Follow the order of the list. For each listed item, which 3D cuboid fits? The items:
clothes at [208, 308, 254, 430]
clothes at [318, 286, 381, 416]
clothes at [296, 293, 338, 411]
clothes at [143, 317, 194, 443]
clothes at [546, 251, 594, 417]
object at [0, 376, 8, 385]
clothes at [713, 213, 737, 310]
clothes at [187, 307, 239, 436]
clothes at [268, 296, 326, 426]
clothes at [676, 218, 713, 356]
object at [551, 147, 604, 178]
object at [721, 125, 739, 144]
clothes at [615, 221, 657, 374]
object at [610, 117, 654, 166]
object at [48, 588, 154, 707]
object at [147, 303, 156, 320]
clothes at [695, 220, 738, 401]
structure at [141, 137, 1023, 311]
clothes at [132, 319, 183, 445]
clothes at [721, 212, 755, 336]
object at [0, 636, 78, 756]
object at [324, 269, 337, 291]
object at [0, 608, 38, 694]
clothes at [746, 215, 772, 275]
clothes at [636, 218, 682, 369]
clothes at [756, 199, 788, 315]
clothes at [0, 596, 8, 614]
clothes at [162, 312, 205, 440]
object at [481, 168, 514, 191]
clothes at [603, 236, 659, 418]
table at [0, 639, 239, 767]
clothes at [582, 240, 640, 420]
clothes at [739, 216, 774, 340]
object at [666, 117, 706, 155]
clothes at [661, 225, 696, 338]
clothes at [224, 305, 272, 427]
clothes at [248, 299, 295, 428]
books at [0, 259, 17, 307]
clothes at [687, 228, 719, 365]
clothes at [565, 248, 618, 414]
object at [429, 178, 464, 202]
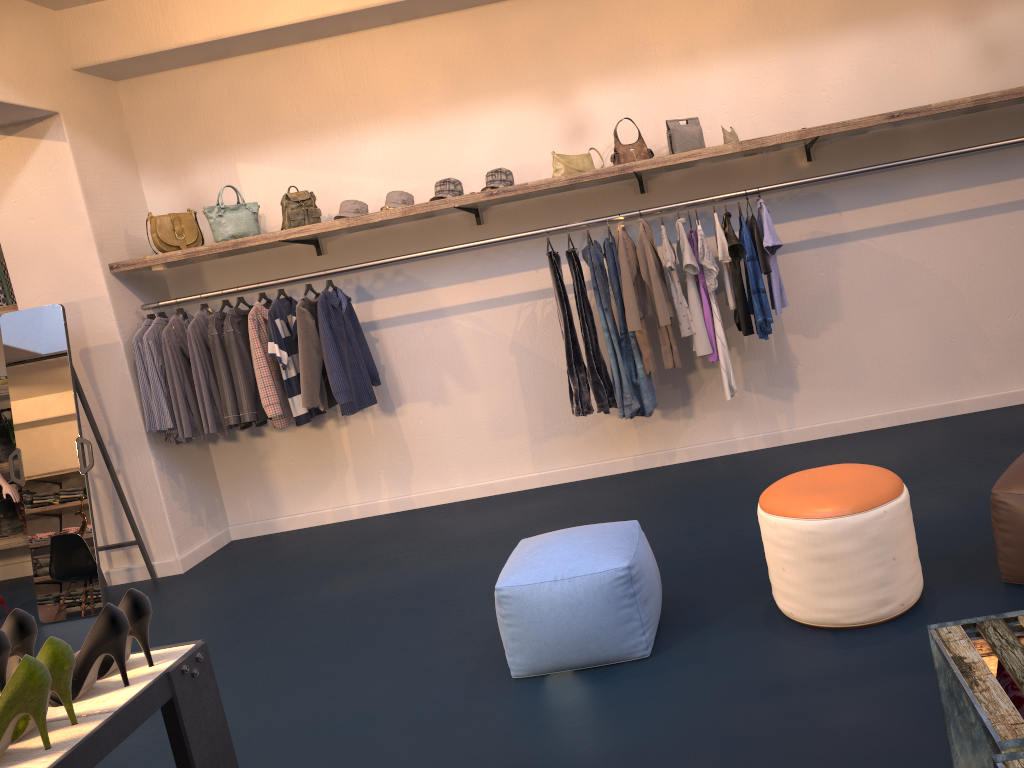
[{"bbox_3d":[-1.688,-0.108,5.476,0.124,0.751,0.678,-10,7,15],"label":"clothes"},{"bbox_3d":[-1.034,-0.223,5.454,0.171,0.794,0.692,-10,7,12],"label":"clothes"},{"bbox_3d":[-1.191,-0.204,5.463,0.170,0.733,0.718,-10,7,11],"label":"clothes"},{"bbox_3d":[-2.134,-0.024,5.478,0.119,0.812,0.555,-10,6,13],"label":"clothes"},{"bbox_3d":[0.337,-0.302,5.365,0.145,1.044,0.235,-11,6,10],"label":"clothes"},{"bbox_3d":[-4.061,0.113,5.718,1.502,0.060,0.489,-10,8,4],"label":"object"},{"bbox_3d":[1.293,-0.753,5.289,0.076,0.584,0.534,-10,7,13],"label":"clothes"},{"bbox_3d":[-1.835,-0.090,5.495,0.187,0.798,0.535,-11,6,8],"label":"clothes"},{"bbox_3d":[-1.351,-0.157,5.470,0.120,0.792,0.583,-10,7,14],"label":"clothes"},{"bbox_3d":[1.110,-0.601,5.310,0.136,0.829,0.531,-10,6,16],"label":"clothes"},{"bbox_3d":[0.417,-1.375,5.370,0.397,0.173,0.211,-17,9,-39],"label":"object"},{"bbox_3d":[1.343,-1.530,5.344,0.074,0.133,0.142,-5,9,45],"label":"object"},{"bbox_3d":[0.771,-0.531,5.334,0.182,0.944,0.528,-11,6,8],"label":"clothes"},{"bbox_3d":[0.729,-1.506,5.397,0.312,0.299,0.097,-14,6,-22],"label":"object"},{"bbox_3d":[-0.957,0.591,1.983,0.238,0.195,0.206,-10,7,8],"label":"object"},{"bbox_3d":[-2.265,-0.400,5.466,0.010,0.219,0.442,-10,7,13],"label":"object"},{"bbox_3d":[1.259,-0.463,5.328,0.127,1.106,0.512,-10,6,12],"label":"clothes"},{"bbox_3d":[1.882,-1.239,5.216,8.597,0.039,0.039,-10,7,3],"label":"structure"},{"bbox_3d":[-2.199,-0.012,5.481,0.119,0.812,0.555,-10,6,13],"label":"clothes"},{"bbox_3d":[1.370,-0.673,5.288,0.134,0.749,0.580,-10,7,15],"label":"clothes"},{"bbox_3d":[-1.015,0.635,1.738,0.243,0.195,0.202,-11,7,1],"label":"object"},{"bbox_3d":[-1.133,-0.607,5.415,0.010,0.219,0.442,-10,7,13],"label":"object"},{"bbox_3d":[-1.232,0.641,1.996,0.238,0.195,0.206,-10,7,8],"label":"object"},{"bbox_3d":[1.454,-0.830,5.248,0.135,0.370,0.466,-10,7,11],"label":"clothes"},{"bbox_3d":[0.877,-0.549,5.323,0.182,0.944,0.528,-11,6,8],"label":"clothes"},{"bbox_3d":[1.574,-0.780,5.272,0.121,0.697,0.560,-11,7,11],"label":"clothes"},{"bbox_3d":[-3.232,0.746,5.049,0.355,1.381,0.453,-12,6,-3],"label":"clothes"},{"bbox_3d":[-1.992,-0.062,5.504,0.187,0.798,0.535,-11,6,8],"label":"clothes"},{"bbox_3d":[-0.090,-1.262,5.370,0.159,0.136,0.264,-7,8,30],"label":"object"},{"bbox_3d":[0.693,-0.348,5.387,0.225,1.132,0.215,-10,6,15],"label":"clothes"},{"bbox_3d":[-2.023,1.316,1.644,2.503,0.738,1.257,-10,7,5],"label":"table"},{"bbox_3d":[0.610,-0.322,5.314,0.162,1.132,0.223,-13,6,-9],"label":"clothes"},{"bbox_3d":[1.484,-0.648,5.296,0.122,0.767,0.499,-10,6,12],"label":"clothes"},{"bbox_3d":[1.069,-1.531,5.377,0.300,0.229,0.072,-16,7,-33],"label":"object"},{"bbox_3d":[1.011,-0.635,5.308,0.114,0.683,0.562,-10,7,12],"label":"clothes"},{"bbox_3d":[-1.593,-0.125,5.470,0.124,0.751,0.678,-10,7,15],"label":"clothes"},{"bbox_3d":[-1.459,-0.147,5.478,0.171,0.794,0.692,-10,7,12],"label":"clothes"},{"bbox_3d":[-3.313,-0.625,5.566,0.634,0.287,0.241,-10,7,3],"label":"books"},{"bbox_3d":[1.183,-0.523,5.319,0.090,0.874,0.341,-10,6,14],"label":"clothes"},{"bbox_3d":[0.492,-0.327,5.371,0.145,1.044,0.235,-11,6,10],"label":"clothes"},{"bbox_3d":[-0.407,-1.205,5.389,0.159,0.136,0.264,-7,8,30],"label":"object"}]
